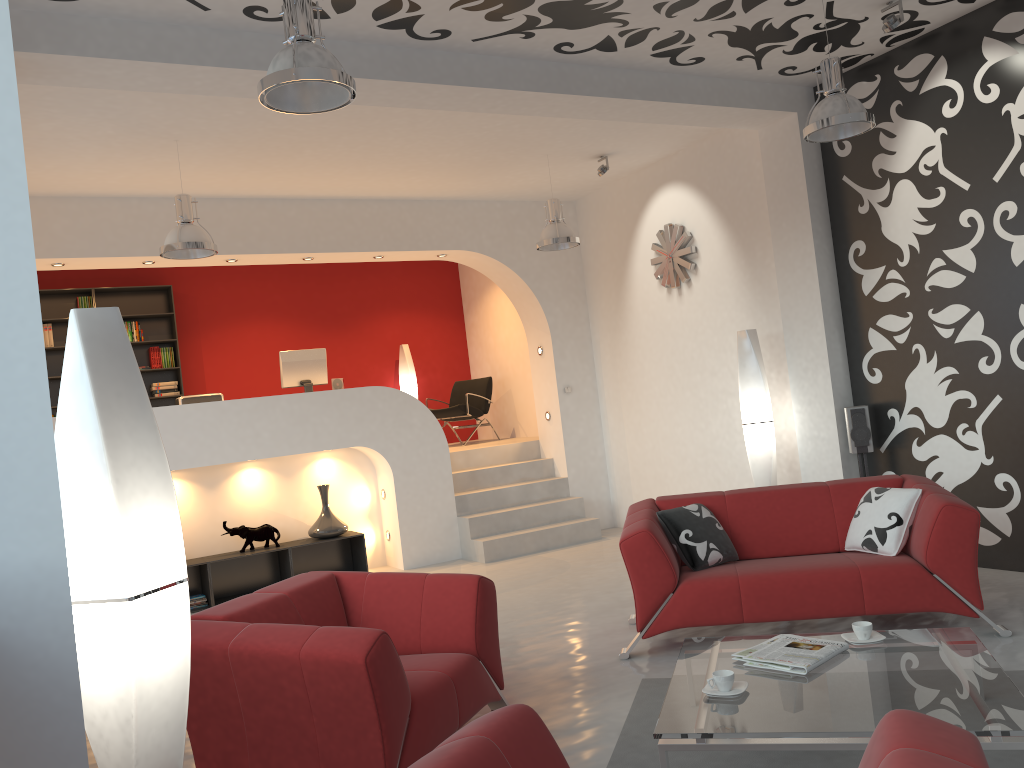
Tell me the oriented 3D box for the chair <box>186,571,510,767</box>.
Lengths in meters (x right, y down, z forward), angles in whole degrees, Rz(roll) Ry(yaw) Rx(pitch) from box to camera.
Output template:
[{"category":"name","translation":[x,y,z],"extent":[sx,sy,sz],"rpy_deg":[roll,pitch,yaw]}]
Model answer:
[{"category":"chair","translation":[-0.660,1.214,3.675],"extent":[0.951,0.738,1.288],"rpy_deg":[-7,-1,21]}]

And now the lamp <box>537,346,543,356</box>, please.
[{"category":"lamp","translation":[0.299,-0.353,9.445],"extent":[0.011,0.105,0.105],"rpy_deg":[-6,-2,-29]}]

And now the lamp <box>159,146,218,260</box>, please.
[{"category":"lamp","translation":[-2.274,-1.293,6.128],"extent":[0.379,0.800,0.379],"rpy_deg":[-8,-2,32]}]

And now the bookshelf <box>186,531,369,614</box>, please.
[{"category":"bookshelf","translation":[-2.635,1.714,7.658],"extent":[2.764,0.397,0.405],"rpy_deg":[-6,-2,-29]}]

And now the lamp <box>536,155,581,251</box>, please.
[{"category":"lamp","translation":[0.350,-1.567,7.575],"extent":[0.379,0.800,0.379],"rpy_deg":[-8,-2,32]}]

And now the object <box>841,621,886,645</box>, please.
[{"category":"object","translation":[1.425,1.009,3.602],"extent":[0.153,0.069,0.153],"rpy_deg":[-7,-1,-2]}]

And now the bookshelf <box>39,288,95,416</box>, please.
[{"category":"bookshelf","translation":[-4.861,0.100,9.564],"extent":[0.816,2.213,0.305],"rpy_deg":[-6,-2,-29]}]

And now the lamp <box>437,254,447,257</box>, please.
[{"category":"lamp","translation":[-0.708,-1.298,8.982],"extent":[0.105,0.011,0.105],"rpy_deg":[-6,-2,-40]}]

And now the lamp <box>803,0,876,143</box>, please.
[{"category":"lamp","translation":[1.775,-1.798,4.946],"extent":[0.379,0.800,0.379],"rpy_deg":[-6,-2,-36]}]

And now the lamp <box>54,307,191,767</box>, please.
[{"category":"lamp","translation":[-0.978,0.694,2.275],"extent":[0.313,1.779,0.313],"rpy_deg":[-6,-2,-37]}]

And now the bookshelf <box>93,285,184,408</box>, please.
[{"category":"bookshelf","translation":[-4.150,0.025,9.957],"extent":[0.816,2.213,0.305],"rpy_deg":[-6,-2,-29]}]

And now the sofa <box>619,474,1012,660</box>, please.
[{"category":"sofa","translation":[1.548,0.985,4.953],"extent":[1.929,0.738,0.951],"rpy_deg":[-7,-1,11]}]

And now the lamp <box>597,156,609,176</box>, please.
[{"category":"lamp","translation":[0.804,-1.924,7.840],"extent":[0.112,0.176,0.118],"rpy_deg":[-7,-1,14]}]

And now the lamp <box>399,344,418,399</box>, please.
[{"category":"lamp","translation":[-1.316,0.162,11.432],"extent":[0.237,1.349,0.237],"rpy_deg":[-6,-1,-21]}]

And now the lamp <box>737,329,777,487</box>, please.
[{"category":"lamp","translation":[1.943,0.461,6.932],"extent":[0.313,1.779,0.313],"rpy_deg":[-6,-1,-21]}]

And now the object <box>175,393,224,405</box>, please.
[{"category":"object","translation":[-2.904,0.215,8.213],"extent":[0.397,0.217,0.458],"rpy_deg":[-6,-2,-29]}]

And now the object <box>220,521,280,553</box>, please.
[{"category":"object","translation":[-2.325,1.334,7.888],"extent":[0.507,0.296,0.191],"rpy_deg":[-6,-1,-13]}]

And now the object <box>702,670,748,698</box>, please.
[{"category":"object","translation":[0.767,1.077,3.197],"extent":[0.153,0.069,0.153],"rpy_deg":[-7,-2,28]}]

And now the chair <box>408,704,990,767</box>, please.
[{"category":"chair","translation":[0.304,1.052,1.635],"extent":[1.288,0.738,0.951],"rpy_deg":[-7,-1,21]}]

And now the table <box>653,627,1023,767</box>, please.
[{"category":"table","translation":[1.183,1.208,3.253],"extent":[1.162,0.286,1.097],"rpy_deg":[-7,-1,16]}]

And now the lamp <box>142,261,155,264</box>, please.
[{"category":"lamp","translation":[-3.133,-1.044,7.645],"extent":[0.105,0.011,0.105],"rpy_deg":[-6,-2,-40]}]

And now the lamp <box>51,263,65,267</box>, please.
[{"category":"lamp","translation":[-3.743,-0.980,7.309],"extent":[0.105,0.011,0.105],"rpy_deg":[-6,-1,-25]}]

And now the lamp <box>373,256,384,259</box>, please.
[{"category":"lamp","translation":[-1.301,-1.236,8.655],"extent":[0.105,0.011,0.105],"rpy_deg":[-6,-2,-40]}]

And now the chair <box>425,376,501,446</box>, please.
[{"category":"chair","translation":[-0.651,0.348,10.884],"extent":[0.664,0.795,0.768],"rpy_deg":[-8,-2,36]}]

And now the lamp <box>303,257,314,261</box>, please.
[{"category":"lamp","translation":[-1.912,-1.172,8.318],"extent":[0.105,0.011,0.105],"rpy_deg":[-6,-2,-40]}]

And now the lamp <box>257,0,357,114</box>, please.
[{"category":"lamp","translation":[-0.849,-1.523,3.499],"extent":[0.379,0.800,0.379],"rpy_deg":[-7,-1,0]}]

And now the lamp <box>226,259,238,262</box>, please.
[{"category":"lamp","translation":[-2.522,-1.108,7.982],"extent":[0.105,0.011,0.105],"rpy_deg":[-6,-2,-40]}]

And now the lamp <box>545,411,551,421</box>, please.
[{"category":"lamp","translation":[0.380,0.342,9.428],"extent":[0.011,0.105,0.105],"rpy_deg":[-6,-2,-29]}]

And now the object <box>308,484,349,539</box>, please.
[{"category":"object","translation":[-1.719,1.176,8.203],"extent":[0.369,0.481,0.369],"rpy_deg":[-7,-2,26]}]

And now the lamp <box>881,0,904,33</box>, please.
[{"category":"lamp","translation":[2.229,-2.155,5.210],"extent":[0.112,0.176,0.118],"rpy_deg":[-7,-1,14]}]
